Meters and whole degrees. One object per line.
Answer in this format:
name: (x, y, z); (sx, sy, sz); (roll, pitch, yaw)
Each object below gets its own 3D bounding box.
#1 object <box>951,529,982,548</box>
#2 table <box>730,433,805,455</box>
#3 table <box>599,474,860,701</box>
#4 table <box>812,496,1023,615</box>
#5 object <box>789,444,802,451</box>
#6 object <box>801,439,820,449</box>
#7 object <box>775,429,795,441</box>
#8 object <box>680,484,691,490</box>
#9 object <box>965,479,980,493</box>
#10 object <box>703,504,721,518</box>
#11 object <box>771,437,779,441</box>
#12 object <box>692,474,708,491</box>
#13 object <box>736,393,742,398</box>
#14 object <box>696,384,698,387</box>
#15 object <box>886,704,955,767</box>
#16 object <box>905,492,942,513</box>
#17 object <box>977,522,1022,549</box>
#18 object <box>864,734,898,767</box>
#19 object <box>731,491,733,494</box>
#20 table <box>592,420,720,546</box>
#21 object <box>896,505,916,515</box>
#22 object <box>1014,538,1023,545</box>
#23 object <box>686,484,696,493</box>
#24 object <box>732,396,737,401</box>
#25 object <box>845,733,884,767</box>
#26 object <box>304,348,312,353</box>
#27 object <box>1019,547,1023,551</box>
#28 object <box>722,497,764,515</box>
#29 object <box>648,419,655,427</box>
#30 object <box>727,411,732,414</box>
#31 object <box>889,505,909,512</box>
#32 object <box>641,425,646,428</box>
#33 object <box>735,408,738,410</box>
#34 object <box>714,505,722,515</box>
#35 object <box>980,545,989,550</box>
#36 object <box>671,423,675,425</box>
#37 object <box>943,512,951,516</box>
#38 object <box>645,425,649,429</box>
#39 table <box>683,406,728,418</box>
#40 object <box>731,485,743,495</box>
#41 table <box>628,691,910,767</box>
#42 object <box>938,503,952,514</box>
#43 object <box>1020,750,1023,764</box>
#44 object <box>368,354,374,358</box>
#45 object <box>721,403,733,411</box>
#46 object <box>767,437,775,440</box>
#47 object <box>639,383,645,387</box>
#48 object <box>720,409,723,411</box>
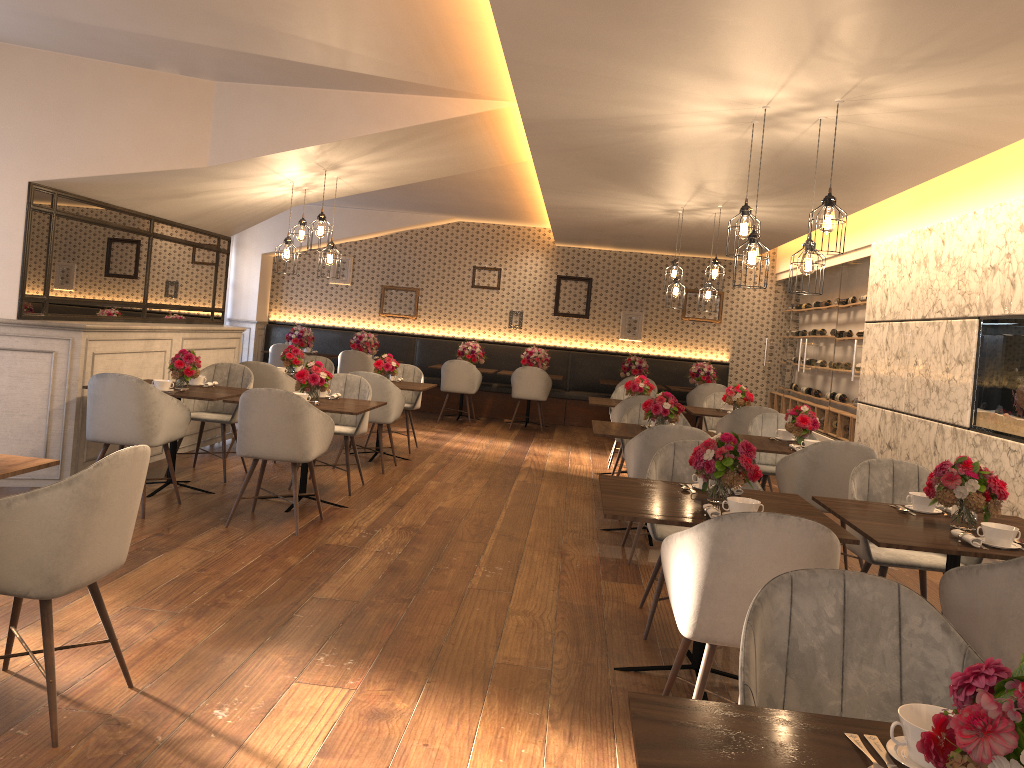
object: (1.656, 0.559, 3.229); (0.056, 0.039, 0.176); (5, 3, 4)
table: (1.929, 0.784, 6.086); (0.896, 0.720, 0.897); (5, 2, 4)
table: (0.779, 0.840, 3.589); (0.896, 0.720, 0.897); (5, 2, 4)
table: (1.732, 0.930, 3.516); (0.896, 0.720, 0.897); (5, 2, 4)
object: (1.853, 0.414, 5.795); (0.056, 0.039, 0.176); (5, 3, 4)
object: (1.968, 0.408, 5.787); (0.148, 0.072, 0.149); (4, 3, -18)
object: (1.979, 0.370, 6.396); (0.148, 0.072, 0.149); (4, 3, -18)
object: (0.753, 0.449, 3.890); (0.043, 0.015, 0.197); (5, 4, 0)
object: (1.774, 0.391, 3.448); (0.048, 0.052, 0.076); (5, 3, -16)
object: (0.744, 0.474, 3.299); (0.056, 0.039, 0.176); (5, 3, 4)
object: (1.896, 0.399, 6.376); (0.022, 0.004, 0.211); (5, 4, 4)
object: (0.869, 0.430, 3.900); (0.148, 0.072, 0.149); (2, 4, -43)
object: (2.161, 0.107, 8.486); (0.048, 0.052, 0.076); (5, 3, -16)
object: (2.706, 0.037, 12.672); (0.148, 0.072, 0.149); (2, 4, -43)
object: (0.678, 0.571, 1.409); (0.148, 0.072, 0.149); (2, 4, -43)
object: (1.782, 0.515, 3.830); (0.148, 0.072, 0.149); (2, 4, -43)
object: (1.771, 0.553, 3.220); (0.148, 0.072, 0.149); (2, 4, -43)
object: (0.596, 0.600, 1.389); (0.022, 0.004, 0.211); (5, 4, 4)
object: (0.945, 0.462, 3.885); (0.025, 0.024, 0.193); (5, 4, 4)
table: (0.977, 0.695, 6.159); (0.896, 0.720, 0.897); (5, 2, 4)
object: (1.699, 0.544, 3.810); (0.022, 0.004, 0.211); (5, 4, 4)
object: (1.882, 0.591, 3.231); (0.043, 0.015, 0.197); (5, 4, 0)
object: (0.787, 0.459, 3.880); (0.022, 0.004, 0.211); (5, 4, 4)
object: (2.136, 0.135, 8.500); (0.049, 0.052, 0.077); (6, 3, 14)
object: (0.562, 0.590, 1.398); (0.043, 0.015, 0.197); (5, 4, 0)
object: (-3.033, -0.500, 13.113); (0.148, 0.072, 0.149); (3, 4, -38)
object: (1.847, 0.593, 3.241); (0.022, 0.004, 0.211); (5, 4, 4)
object: (0.858, 0.468, 3.291); (0.148, 0.072, 0.149); (2, 4, -43)
object: (1.066, 0.285, 6.466); (0.148, 0.072, 0.149); (4, 3, -18)
object: (2.043, 0.274, 8.267); (0.056, 0.039, 0.176); (5, 3, 4)
object: (1.665, 0.535, 3.819); (0.043, 0.015, 0.197); (5, 4, 0)
object: (0.950, 0.304, 6.456); (0.043, 0.015, 0.197); (5, 4, 0)
object: (2.158, 0.268, 8.259); (0.148, 0.072, 0.149); (4, 3, -18)
object: (0.778, 0.484, 3.306); (0.025, 0.024, 0.193); (5, 4, 4)
object: (1.691, 0.569, 3.236); (0.025, 0.024, 0.193); (5, 4, 4)
object: (1.178, 0.312, 6.458); (0.056, 0.039, 0.176); (5, 3, 4)
object: (1.858, 0.547, 3.815); (0.025, 0.024, 0.193); (5, 4, 4)
object: (0.984, 0.313, 6.446); (0.022, 0.004, 0.211); (5, 4, 4)
table: (2.119, 0.645, 8.557); (0.896, 0.720, 0.897); (5, 2, 4)
object: (0.981, 0.457, 3.892); (0.056, 0.039, 0.176); (5, 3, 4)
table: (0.589, 0.980, 1.119); (0.896, 0.720, 0.897); (5, 2, 4)
object: (1.893, 0.543, 3.822); (0.056, 0.039, 0.176); (5, 3, 4)
object: (0.624, 0.442, 1.050); (0.048, 0.052, 0.076); (5, 3, 9)
object: (-2.112, -0.414, 13.042); (0.148, 0.072, 0.149); (3, 4, -38)
object: (2.169, 0.230, 8.868); (0.148, 0.072, 0.149); (4, 3, -18)
object: (1.870, 0.390, 6.385); (0.043, 0.015, 0.197); (6, 4, 8)
object: (1.245, 0.012, 8.588); (0.045, 0.052, 0.077); (4, 3, -34)
object: (2.086, 0.259, 8.848); (0.022, 0.004, 0.211); (5, 4, 4)
